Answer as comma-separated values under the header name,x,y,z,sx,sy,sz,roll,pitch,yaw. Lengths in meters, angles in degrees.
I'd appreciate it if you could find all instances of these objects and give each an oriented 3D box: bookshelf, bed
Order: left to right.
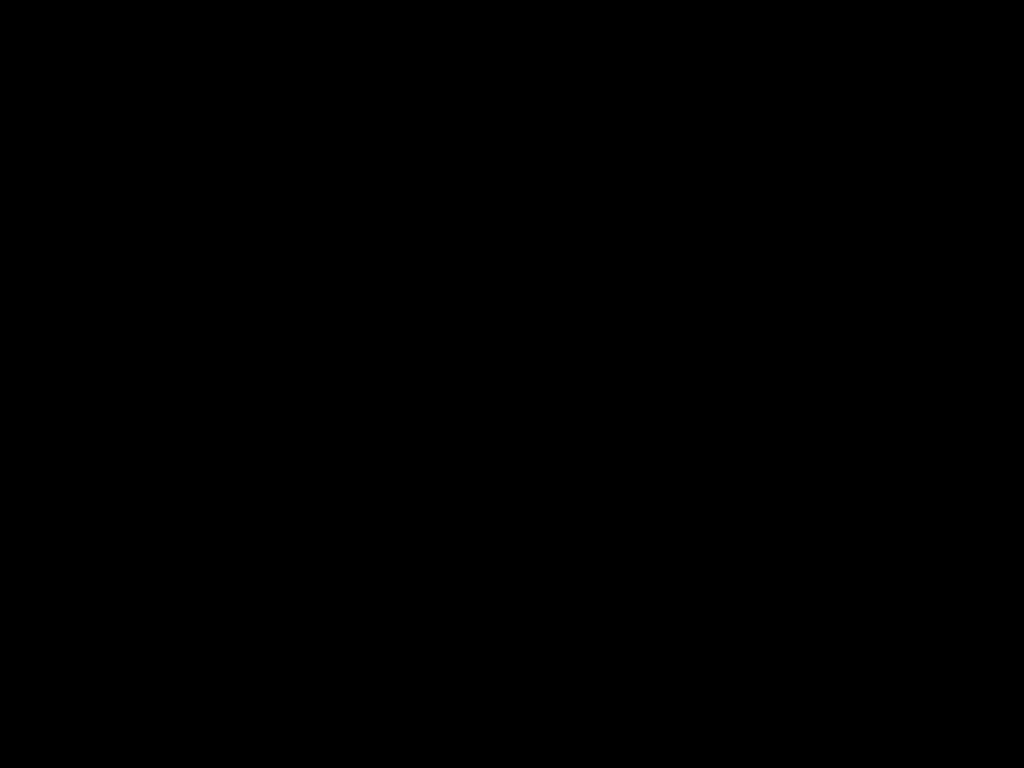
name,x,y,z,sx,sy,sz,roll,pitch,yaw
bed,0.108,-0.267,1.179,2.087,0.994,3.009,4,-1,12
bookshelf,0.457,0.131,2.960,1.495,0.303,0.643,4,-1,12

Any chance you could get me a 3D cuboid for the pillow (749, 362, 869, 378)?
name,x,y,z,sx,sy,sz,roll,pitch,yaw
pillow,0.736,-0.119,2.655,0.498,0.241,0.470,4,-1,-23
